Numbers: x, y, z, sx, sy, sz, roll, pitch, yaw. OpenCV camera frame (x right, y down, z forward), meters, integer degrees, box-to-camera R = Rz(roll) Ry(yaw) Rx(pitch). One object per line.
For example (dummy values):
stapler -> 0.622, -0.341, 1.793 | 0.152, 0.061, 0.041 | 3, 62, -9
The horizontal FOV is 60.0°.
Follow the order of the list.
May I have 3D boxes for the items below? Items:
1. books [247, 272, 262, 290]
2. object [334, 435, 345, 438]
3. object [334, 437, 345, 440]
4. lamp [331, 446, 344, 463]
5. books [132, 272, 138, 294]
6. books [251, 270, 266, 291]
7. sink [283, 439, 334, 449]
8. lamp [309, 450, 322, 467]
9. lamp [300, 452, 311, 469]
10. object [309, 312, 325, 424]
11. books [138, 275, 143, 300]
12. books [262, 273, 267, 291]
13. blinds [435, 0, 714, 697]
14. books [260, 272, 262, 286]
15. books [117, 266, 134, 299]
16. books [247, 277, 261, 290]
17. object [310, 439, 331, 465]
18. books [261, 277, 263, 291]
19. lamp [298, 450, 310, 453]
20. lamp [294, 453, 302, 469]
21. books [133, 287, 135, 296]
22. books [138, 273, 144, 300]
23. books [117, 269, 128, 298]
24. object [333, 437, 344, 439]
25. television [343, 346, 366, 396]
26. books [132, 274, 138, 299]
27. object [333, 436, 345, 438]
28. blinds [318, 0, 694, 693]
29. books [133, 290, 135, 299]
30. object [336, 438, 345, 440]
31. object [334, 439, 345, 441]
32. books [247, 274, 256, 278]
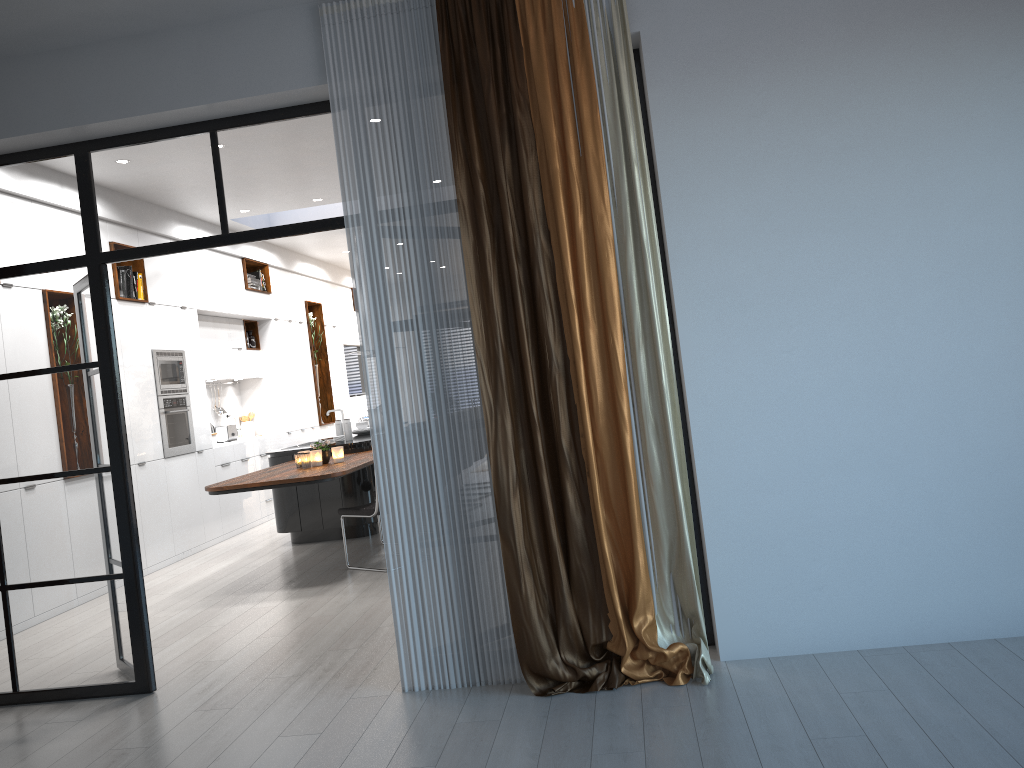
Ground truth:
books -> -3.181, -1.240, 10.907 | 0.197, 0.268, 0.026 | -7, -1, 7
object -> -1.629, 0.503, 8.360 | 0.111, 0.023, 0.111 | -7, 0, 19
object -> -1.627, 0.522, 8.360 | 0.111, 0.023, 0.111 | -7, 0, 19
lamp -> -1.390, 0.566, 7.083 | 0.095, 0.124, 0.096 | -7, -1, 40
books -> -3.507, -0.887, 8.068 | 0.238, 0.288, 0.030 | -7, -1, 7
books -> -3.184, -1.249, 10.992 | 0.253, 0.312, 0.030 | -7, -1, 7
sink -> -1.911, 0.658, 8.796 | 0.485, 0.153, 0.738 | -7, 0, 7
lamp -> -1.542, 0.586, 6.986 | 0.095, 0.124, 0.095 | -7, 0, 0
lamp -> -1.602, 0.597, 6.893 | 0.078, 0.120, 0.078 | -7, -1, -10
object -> -2.807, -0.232, 12.605 | 0.321, 1.615, 0.323 | -8, -1, 33
books -> -3.465, -0.866, 8.095 | 0.184, 0.245, 0.033 | -7, -1, 7
books -> -3.170, -1.247, 11.070 | 0.210, 0.267, 0.026 | -7, -1, 7
blinds -> 0.238, -0.282, 3.681 | 0.810, 3.046, 0.255 | -7, -1, 8
books -> -3.179, -1.239, 10.933 | 0.194, 0.273, 0.025 | -7, -1, 7
books -> -3.512, -0.900, 7.923 | 0.268, 0.321, 0.047 | -7, -1, 7
books -> -3.216, -1.188, 10.697 | 0.279, 0.137, 0.345 | -7, 0, 2
object -> -1.523, 0.541, 7.122 | 0.151, 0.206, 0.157 | -7, 0, 24
books -> -3.195, -1.245, 10.963 | 0.217, 0.272, 0.030 | -7, -1, 7
lamp -> -1.654, 0.599, 7.072 | 0.095, 0.124, 0.096 | -7, 0, 24
lamp -> -1.665, 0.604, 6.966 | 0.078, 0.120, 0.078 | -7, -1, -10
books -> -3.527, -0.874, 8.016 | 0.230, 0.296, 0.030 | -7, -1, 7
books -> -3.477, -0.875, 8.125 | 0.211, 0.264, 0.024 | -7, -1, 7
books -> -3.525, -0.875, 7.848 | 0.236, 0.278, 0.106 | -7, -1, 7
object -> -1.627, 0.516, 8.360 | 0.111, 0.023, 0.111 | -7, 0, 19
television -> -2.604, -0.209, 14.419 | 0.050, 0.805, 1.187 | -7, 0, 7
books -> -3.495, -0.861, 8.040 | 0.190, 0.254, 0.026 | -7, -1, 7
object -> -1.628, 0.509, 8.360 | 0.111, 0.023, 0.111 | -7, 0, 19
blinds -> -0.030, -0.242, 3.816 | 1.300, 3.070, 0.052 | -7, -1, 7
books -> -3.510, -0.877, 7.962 | 0.230, 0.296, 0.030 | -7, -1, 7
object -> -1.626, 0.529, 8.360 | 0.111, 0.023, 0.111 | -7, 0, 19
object -> -1.625, 0.535, 8.360 | 0.111, 0.023, 0.111 | -7, 0, 19
books -> -3.251, -1.276, 10.680 | 0.250, 0.047, 0.307 | -7, 0, 3
